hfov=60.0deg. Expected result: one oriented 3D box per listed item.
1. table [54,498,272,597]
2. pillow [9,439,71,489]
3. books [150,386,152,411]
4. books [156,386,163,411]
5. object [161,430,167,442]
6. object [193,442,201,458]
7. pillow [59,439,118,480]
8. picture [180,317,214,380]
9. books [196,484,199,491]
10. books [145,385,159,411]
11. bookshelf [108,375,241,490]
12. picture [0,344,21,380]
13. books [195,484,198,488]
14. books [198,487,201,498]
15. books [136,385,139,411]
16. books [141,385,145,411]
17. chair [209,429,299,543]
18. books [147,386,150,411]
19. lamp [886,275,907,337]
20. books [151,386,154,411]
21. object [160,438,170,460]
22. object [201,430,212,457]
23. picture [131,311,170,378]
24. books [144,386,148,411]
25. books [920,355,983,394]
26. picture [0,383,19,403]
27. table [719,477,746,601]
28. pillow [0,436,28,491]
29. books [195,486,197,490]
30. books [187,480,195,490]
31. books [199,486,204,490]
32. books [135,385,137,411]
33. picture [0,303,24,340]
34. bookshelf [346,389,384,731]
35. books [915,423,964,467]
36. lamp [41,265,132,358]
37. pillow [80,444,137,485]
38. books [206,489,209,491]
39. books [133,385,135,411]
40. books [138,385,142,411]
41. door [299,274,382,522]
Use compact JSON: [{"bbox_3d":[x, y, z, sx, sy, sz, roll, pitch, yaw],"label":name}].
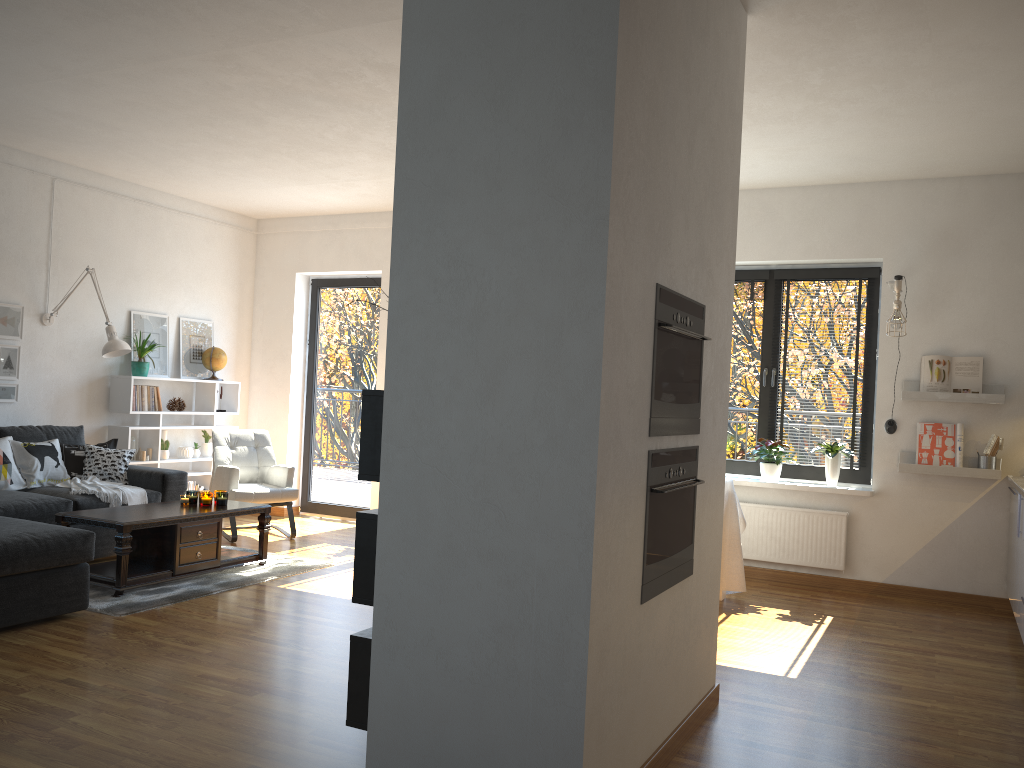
[{"bbox_3d":[-2.100,0.968,5.438,0.570,0.409,1.180,2,-1,26],"label":"table"},{"bbox_3d":[-3.190,0.540,6.025,0.265,0.318,0.382,3,-1,26],"label":"pillow"},{"bbox_3d":[-2.980,0.119,7.204,0.131,0.204,0.035,3,0,26],"label":"books"},{"bbox_3d":[-2.937,0.121,7.284,0.132,0.204,0.070,3,0,27],"label":"books"},{"bbox_3d":[-2.936,0.508,7.470,0.051,0.238,0.051,3,0,44],"label":"object"},{"bbox_3d":[-2.746,0.572,7.708,0.072,0.137,0.072,3,0,7],"label":"object"},{"bbox_3d":[-3.059,0.565,6.345,0.450,0.358,0.234,3,-1,-38],"label":"pillow"},{"bbox_3d":[-2.782,-0.304,7.832,0.059,0.532,0.390,3,0,26],"label":"picture"},{"bbox_3d":[-2.753,0.950,7.670,0.102,0.179,0.012,3,0,26],"label":"books"},{"bbox_3d":[-2.955,0.119,7.257,0.128,0.211,0.061,3,0,27],"label":"books"},{"bbox_3d":[-2.849,0.555,7.526,0.237,1.200,1.190,3,-1,26],"label":"bookshelf"},{"bbox_3d":[-3.578,-0.155,6.297,0.021,0.248,0.166,3,0,26],"label":"picture"},{"bbox_3d":[-2.775,0.947,7.651,0.148,0.180,0.014,3,0,26],"label":"books"},{"bbox_3d":[-2.739,0.966,7.678,0.103,0.146,0.018,3,0,26],"label":"books"},{"bbox_3d":[-3.035,0.112,7.088,0.129,0.209,0.035,3,0,26],"label":"books"},{"bbox_3d":[-3.010,0.113,7.131,0.133,0.210,0.044,3,0,27],"label":"books"},{"bbox_3d":[-2.091,0.796,7.100,0.545,0.832,0.684,3,-1,-39],"label":"chair"},{"bbox_3d":[-2.989,0.116,7.183,0.133,0.209,0.044,3,0,26],"label":"books"},{"bbox_3d":[2.534,-0.502,5.835,0.131,0.395,0.312,3,0,31],"label":"lamp"},{"bbox_3d":[-2.971,0.117,7.224,0.133,0.208,0.044,3,0,27],"label":"books"},{"bbox_3d":[-2.872,0.541,7.313,0.087,0.173,0.088,2,0,42],"label":"object"},{"bbox_3d":[-2.685,0.528,7.809,0.098,0.236,0.097,3,0,14],"label":"object"},{"bbox_3d":[-3.008,-0.323,7.376,0.059,0.532,0.390,3,0,26],"label":"picture"},{"bbox_3d":[-3.002,0.115,7.159,0.135,0.208,0.048,3,0,27],"label":"books"},{"bbox_3d":[2.851,-0.036,5.759,0.364,0.299,0.109,2,0,26],"label":"books"},{"bbox_3d":[-3.738,0.050,5.996,0.021,0.136,0.837,3,-1,26],"label":"picture"},{"bbox_3d":[0.463,0.930,5.589,1.856,0.763,1.236,2,-1,27],"label":"table"},{"bbox_3d":[-3.349,0.532,5.719,0.285,0.368,0.437,3,-1,26],"label":"pillow"},{"bbox_3d":[-2.779,0.953,7.637,0.156,0.169,0.014,3,0,26],"label":"books"},{"bbox_3d":[-2.810,0.930,7.576,0.190,0.217,0.092,3,0,26],"label":"books"},{"bbox_3d":[-2.734,0.964,7.703,0.123,0.157,0.031,3,0,26],"label":"books"},{"bbox_3d":[-3.043,0.113,7.074,0.136,0.210,0.033,3,0,27],"label":"books"},{"bbox_3d":[-3.609,-0.446,6.208,0.021,0.248,0.390,3,-1,26],"label":"picture"},{"bbox_3d":[-0.147,0.643,3.366,0.237,1.200,1.190,3,-1,26],"label":"bookshelf"},{"bbox_3d":[2.781,0.415,5.773,0.283,0.330,0.138,3,0,24],"label":"books"},{"bbox_3d":[-3.094,-0.531,6.509,0.698,0.670,0.200,3,0,17],"label":"lamp"},{"bbox_3d":[-2.874,0.589,6.316,0.358,0.312,0.169,3,0,-23],"label":"pillow"},{"bbox_3d":[-2.721,0.979,7.755,0.183,0.124,0.013,2,0,26],"label":"books"},{"bbox_3d":[-3.052,0.111,7.053,0.129,0.205,0.043,3,0,26],"label":"books"},{"bbox_3d":[-3.026,0.113,7.109,0.136,0.209,0.044,3,0,27],"label":"books"},{"bbox_3d":[-1.540,0.121,8.227,0.976,2.274,0.119,3,0,26],"label":"door"}]
